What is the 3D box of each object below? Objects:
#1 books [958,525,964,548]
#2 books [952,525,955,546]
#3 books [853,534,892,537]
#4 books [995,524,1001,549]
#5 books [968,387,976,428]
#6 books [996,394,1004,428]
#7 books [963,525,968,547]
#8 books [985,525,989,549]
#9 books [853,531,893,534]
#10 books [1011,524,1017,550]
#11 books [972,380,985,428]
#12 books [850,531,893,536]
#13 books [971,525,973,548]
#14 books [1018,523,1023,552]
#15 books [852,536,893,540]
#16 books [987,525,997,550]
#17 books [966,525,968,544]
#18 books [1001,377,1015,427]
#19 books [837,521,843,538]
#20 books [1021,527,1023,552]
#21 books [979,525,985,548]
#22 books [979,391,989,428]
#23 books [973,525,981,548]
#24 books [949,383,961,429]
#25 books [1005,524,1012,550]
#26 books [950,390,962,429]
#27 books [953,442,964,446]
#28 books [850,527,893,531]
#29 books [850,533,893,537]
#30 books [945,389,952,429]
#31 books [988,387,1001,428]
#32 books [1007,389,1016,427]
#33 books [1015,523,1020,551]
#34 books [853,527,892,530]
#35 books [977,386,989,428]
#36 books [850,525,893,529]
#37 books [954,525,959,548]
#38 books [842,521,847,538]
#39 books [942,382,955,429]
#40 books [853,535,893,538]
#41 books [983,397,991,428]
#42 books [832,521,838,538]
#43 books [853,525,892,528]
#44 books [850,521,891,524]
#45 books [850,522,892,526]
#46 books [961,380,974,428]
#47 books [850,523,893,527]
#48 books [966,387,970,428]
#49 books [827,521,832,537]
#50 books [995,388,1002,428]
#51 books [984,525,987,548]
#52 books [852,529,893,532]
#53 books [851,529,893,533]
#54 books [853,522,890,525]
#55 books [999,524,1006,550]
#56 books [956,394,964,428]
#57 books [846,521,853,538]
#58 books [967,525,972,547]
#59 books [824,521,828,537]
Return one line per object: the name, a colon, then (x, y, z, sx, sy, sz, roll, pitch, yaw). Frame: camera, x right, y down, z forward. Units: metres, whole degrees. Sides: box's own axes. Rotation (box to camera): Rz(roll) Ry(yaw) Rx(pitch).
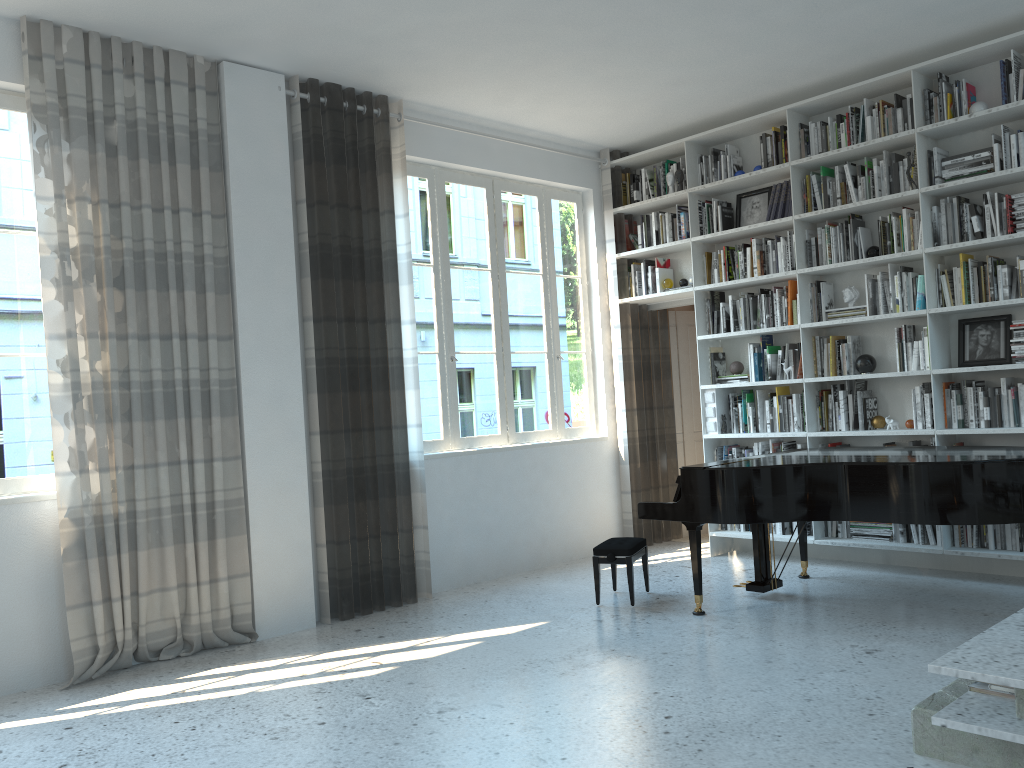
books: (2.782, 0.842, 5.449, 0.184, 0.300, 0.014, -3, -1, -43)
books: (2.765, 0.867, 5.499, 0.161, 0.254, 0.012, -3, -1, -43)
books: (2.417, 0.994, 5.875, 0.161, 0.007, 0.254, -2, -2, -42)
books: (2.943, 0.881, 5.320, 0.143, 0.197, 0.030, -3, -1, -43)
books: (2.821, 0.141, 5.380, 0.179, 0.245, 0.027, -3, -1, -43)
books: (2.922, 0.157, 5.263, 0.165, 0.196, 0.023, -3, -1, -43)
books: (2.803, 0.821, 5.451, 0.139, 0.340, 0.014, -3, -1, -43)
books: (2.895, 0.845, 5.361, 0.154, 0.276, 0.012, -3, -1, -43)
books: (2.413, 0.973, 5.869, 0.254, 0.007, 0.161, -5, -2, 43)
books: (2.992, 0.844, 5.252, 0.132, 0.261, 0.028, -3, -1, -43)
books: (2.831, 0.122, 5.363, 0.166, 0.282, 0.013, -3, -1, -43)
books: (2.411, 0.980, 5.867, 0.159, 0.007, 0.285, -2, -2, -38)
books: (2.829, 0.820, 5.411, 0.144, 0.337, 0.012, -3, -1, -43)
books: (3.011, 0.830, 5.209, 0.184, 0.285, 0.013, -3, -1, -43)
books: (2.413, 1.008, 5.871, 0.161, 0.007, 0.254, -2, -2, -39)
books: (2.901, 0.879, 5.321, 0.174, 0.206, 0.028, -3, -1, -43)
books: (2.822, 0.860, 5.450, 0.131, 0.259, 0.010, -3, -1, -43)
books: (2.945, 0.107, 5.254, 0.152, 0.291, 0.026, -3, -1, -43)
books: (2.260, 0.922, 6.028, 0.164, 0.231, 0.023, -3, -1, -43)
books: (3.028, 0.865, 5.199, 0.167, 0.213, 0.022, -3, -1, -43)
books: (2.875, 0.862, 5.381, 0.143, 0.247, 0.022, -3, -1, -43)
books: (2.857, 0.152, 5.331, 0.174, 0.217, 0.023, -3, -1, -43)
books: (2.846, 0.831, 5.395, 0.170, 0.311, 0.034, -3, -1, -43)
books: (2.742, 0.133, 5.472, 0.145, 0.275, 0.011, -3, -1, -43)
books: (2.973, 0.859, 5.274, 0.138, 0.234, 0.030, -3, -1, -43)
books: (2.748, 0.153, 5.450, 0.167, 0.234, 0.027, -3, -1, -43)
books: (2.732, 0.501, 5.408, 0.137, 0.284, 0.012, -3, -1, -43)
books: (2.411, 0.952, 5.870, 0.285, 0.007, 0.159, -5, -2, 43)
books: (2.412, 0.987, 5.871, 0.285, 0.007, 0.159, -5, -2, 43)
books: (2.734, 0.150, 5.491, 0.154, 0.244, 0.029, -3, -1, -43)
books: (2.896, 0.138, 5.293, 0.165, 0.238, 0.029, -3, -1, -43)
books: (2.971, 0.141, 5.241, 0.140, 0.220, 0.025, -3, -1, -43)
books: (3.010, 0.872, 5.231, 0.144, 0.203, 0.024, -3, -1, -43)
books: (2.416, 0.945, 5.875, 0.161, 0.007, 0.254, -2, -2, -42)
books: (2.858, 0.139, 5.363, 0.141, 0.244, 0.021, -3, -1, -43)
books: (2.408, 0.939, 5.868, 0.285, 0.007, 0.159, -5, -2, 42)
books: (2.770, 0.865, 5.464, 0.183, 0.256, 0.026, -3, -1, -43)
books: (2.284, 0.922, 6.015, 0.139, 0.227, 0.027, -3, -1, -43)
books: (2.721, 0.130, 5.508, 0.159, 0.285, 0.012, -3, -1, -43)
books: (2.419, 1.000, 5.877, 0.161, 0.007, 0.254, -2, -2, -43)
books: (2.872, 0.167, 5.309, 0.174, 0.184, 0.029, -3, -1, -43)
books: (2.238, 0.948, 6.057, 0.148, 0.184, 0.053, -3, -1, -43)
books: (2.415, 0.932, 5.875, 0.161, 0.007, 0.254, -2, -2, -42)
books: (2.410, 0.907, 5.876, 0.159, 0.005, 0.285, -2, -2, -45)
books: (2.416, 0.918, 5.877, 0.159, 0.007, 0.285, -2, -2, -43)
books: (2.802, 0.121, 5.433, 0.140, 0.290, 0.027, -3, -1, -43)
books: (2.415, 0.925, 5.875, 0.159, 0.007, 0.285, -2, -2, -42)
books: (2.817, 0.141, 5.410, 0.132, 0.247, 0.024, -3, -1, -43)
books: (2.216, 0.943, 6.090, 0.160, 0.198, 0.025, -3, -1, -43)
books: (2.918, 0.141, 5.285, 0.138, 0.230, 0.013, -3, -1, -43)
books: (2.885, 0.865, 5.366, 0.128, 0.239, 0.012, -3, -1, -43)
books: (2.412, 0.959, 5.870, 0.254, 0.007, 0.161, -5, -2, 43)
books: (2.416, 0.966, 5.872, 0.159, 0.007, 0.285, -2, -2, -41)
books: (2.413, 0.912, 5.879, 0.161, 0.006, 0.254, -2, -2, -43)
books: (2.950, 0.831, 5.292, 0.155, 0.294, 0.026, -3, -1, -43)
books: (2.775, 0.164, 5.440, 0.170, 0.208, 0.024, -3, -1, -43)
books: (2.300, 0.893, 5.996, 0.129, 0.282, 0.027, -3, -1, -43)
books: (2.827, 0.857, 5.431, 0.145, 0.263, 0.025, -3, -1, -43)
books: (2.194, 0.901, 6.114, 0.159, 0.285, 0.012, -3, -1, -43)
